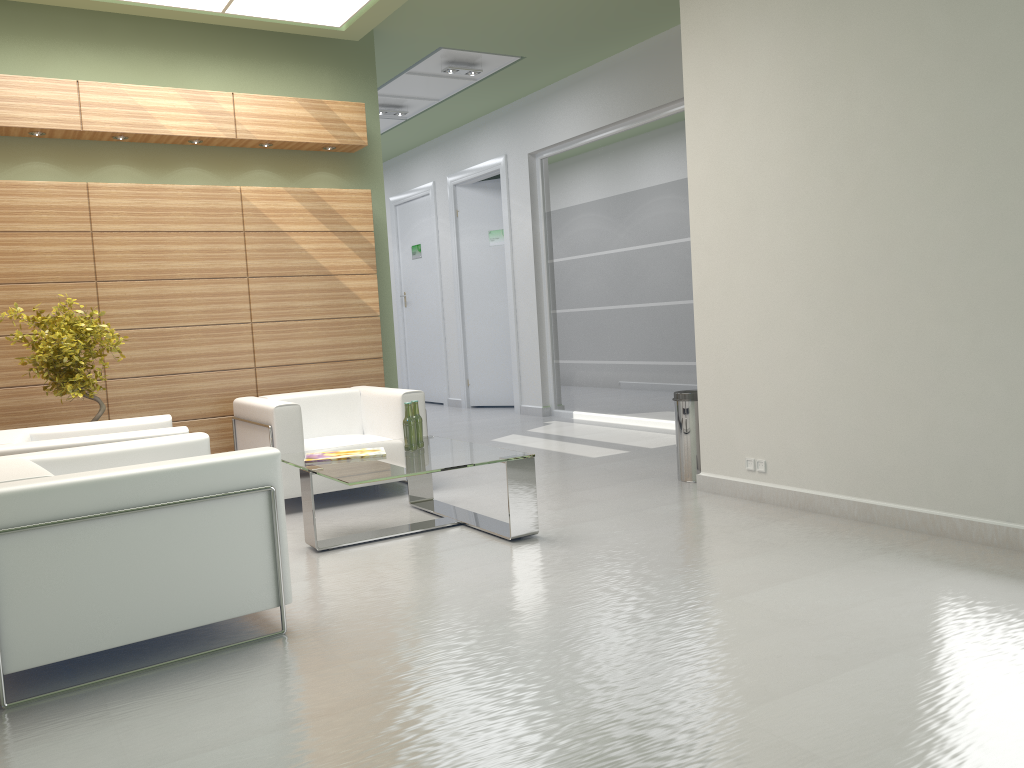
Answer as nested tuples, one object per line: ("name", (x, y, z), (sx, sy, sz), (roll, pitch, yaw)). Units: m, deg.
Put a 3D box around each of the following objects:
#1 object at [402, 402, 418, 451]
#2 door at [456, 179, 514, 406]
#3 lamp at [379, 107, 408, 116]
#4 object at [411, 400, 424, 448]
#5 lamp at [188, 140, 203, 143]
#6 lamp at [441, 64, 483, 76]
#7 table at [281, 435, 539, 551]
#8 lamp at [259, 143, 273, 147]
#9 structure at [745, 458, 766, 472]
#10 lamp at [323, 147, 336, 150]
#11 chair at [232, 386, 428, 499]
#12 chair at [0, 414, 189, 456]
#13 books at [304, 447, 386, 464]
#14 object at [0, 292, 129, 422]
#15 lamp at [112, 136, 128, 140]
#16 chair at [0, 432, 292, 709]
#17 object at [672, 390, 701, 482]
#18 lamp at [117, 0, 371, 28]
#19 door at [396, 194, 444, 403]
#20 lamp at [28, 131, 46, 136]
("object", (-1.005, 0.417, 8.689), (0.131, 0.475, 0.131), (-2, 4, 24))
("door", (-0.194, -2.040, 19.978), (2.089, 5.083, 0.134), (-1, 5, 29))
("lamp", (-2.434, -5.476, 17.738), (0.657, 0.159, 0.286), (-6, 5, -31))
("object", (-0.957, 0.402, 8.859), (0.131, 0.475, 0.131), (-2, 4, 24))
("lamp", (-4.059, -3.135, 11.370), (0.181, 0.074, 0.181), (-7, 5, -37))
("lamp", (-0.855, -5.385, 15.128), (0.657, 0.159, 0.286), (-6, 5, -31))
("table", (-1.096, 1.048, 8.504), (1.783, 0.742, 2.197), (-6, 5, -31))
("lamp", (-3.288, -3.215, 11.834), (0.181, 0.074, 0.181), (-2, 4, 20))
("structure", (2.464, 0.817, 8.971), (0.017, 0.118, 0.262), (-6, 5, -31))
("lamp", (-2.533, -3.293, 12.289), (0.181, 0.074, 0.181), (-7, 5, -37))
("chair", (-2.217, 0.730, 10.816), (1.894, 1.234, 1.802), (-6, 5, -31))
("chair", (-3.908, 1.026, 8.118), (1.769, 1.234, 1.894), (-5, 5, -26))
("books", (-1.615, 0.687, 8.588), (0.762, 0.025, 0.508), (-4, 4, -11))
("object", (-4.758, 0.303, 9.489), (1.116, 2.565, 1.201), (-1, 5, 27))
("lamp", (-4.820, -3.056, 10.913), (0.181, 0.074, 0.181), (-2, 4, 20))
("chair", (-2.719, 1.097, 6.121), (1.802, 1.234, 1.894), (-6, 5, -36))
("object", (2.132, 0.597, 10.323), (0.482, 1.027, 0.483), (-1, 5, 30))
("lamp", (-2.916, -4.582, 8.353), (4.571, 0.325, 5.060), (-6, 5, -31))
("door", (-2.353, -2.084, 22.419), (0.250, 5.083, 2.089), (-6, 5, -31))
("lamp", (-5.596, -2.975, 10.446), (0.181, 0.074, 0.181), (-7, 5, -37))
